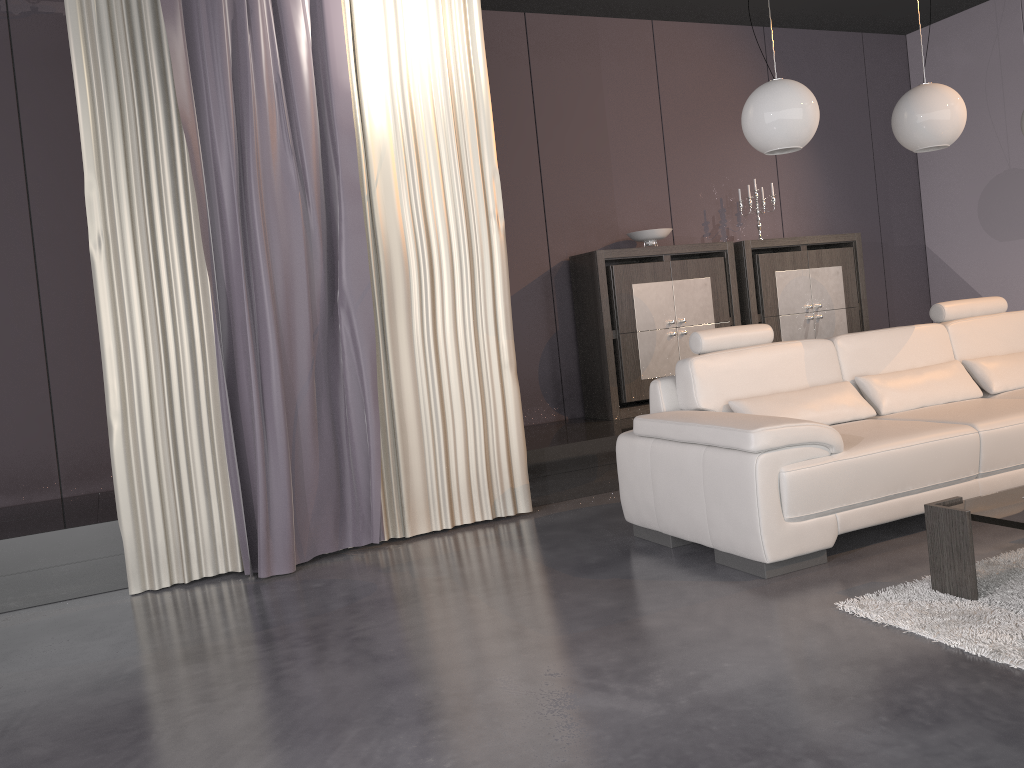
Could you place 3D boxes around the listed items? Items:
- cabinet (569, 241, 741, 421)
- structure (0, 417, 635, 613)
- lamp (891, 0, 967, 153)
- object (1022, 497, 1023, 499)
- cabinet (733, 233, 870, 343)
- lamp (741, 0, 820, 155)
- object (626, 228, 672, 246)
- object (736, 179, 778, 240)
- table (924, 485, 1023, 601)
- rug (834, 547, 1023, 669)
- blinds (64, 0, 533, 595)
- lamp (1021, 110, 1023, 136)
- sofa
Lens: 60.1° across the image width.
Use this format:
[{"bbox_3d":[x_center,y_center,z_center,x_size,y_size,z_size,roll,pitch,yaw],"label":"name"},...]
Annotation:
[{"bbox_3d":[1.003,-0.371,5.927,1.074,1.074,0.411,-7,2,-24],"label":"cabinet"},{"bbox_3d":[-0.804,0.581,4.790,8.790,0.300,1.000,-8,4,-24],"label":"structure"},{"bbox_3d":[1.813,-1.759,3.969,0.308,1.413,0.306,-6,1,-21],"label":"lamp"},{"bbox_3d":[1.726,0.284,2.576,0.305,0.136,0.304,-7,4,-20],"label":"object"},{"bbox_3d":[2.057,-0.512,6.409,1.074,1.074,0.411,-7,2,-24],"label":"cabinet"},{"bbox_3d":[1.039,-1.656,3.615,0.306,1.413,0.307,-5,1,33],"label":"lamp"},{"bbox_3d":[0.928,-0.964,5.946,0.308,0.116,0.309,-5,4,9],"label":"object"},{"bbox_3d":[1.748,-1.237,6.304,0.229,0.445,0.230,-6,2,-7],"label":"object"},{"bbox_3d":[1.849,0.462,2.629,0.907,0.270,0.700,-7,4,-24],"label":"table"},{"bbox_3d":[1.847,0.600,2.634,1.529,0.023,0.916,-8,4,-24],"label":"rug"},{"bbox_3d":[-1.037,-0.693,3.901,3.295,2.994,0.248,-7,1,-24],"label":"blinds"},{"bbox_3d":[2.617,-1.866,4.341,0.308,1.413,0.306,-6,1,-21],"label":"lamp"},{"bbox_3d":[2.106,0.084,3.622,2.868,0.857,1.868,-7,4,-24],"label":"sofa"}]
